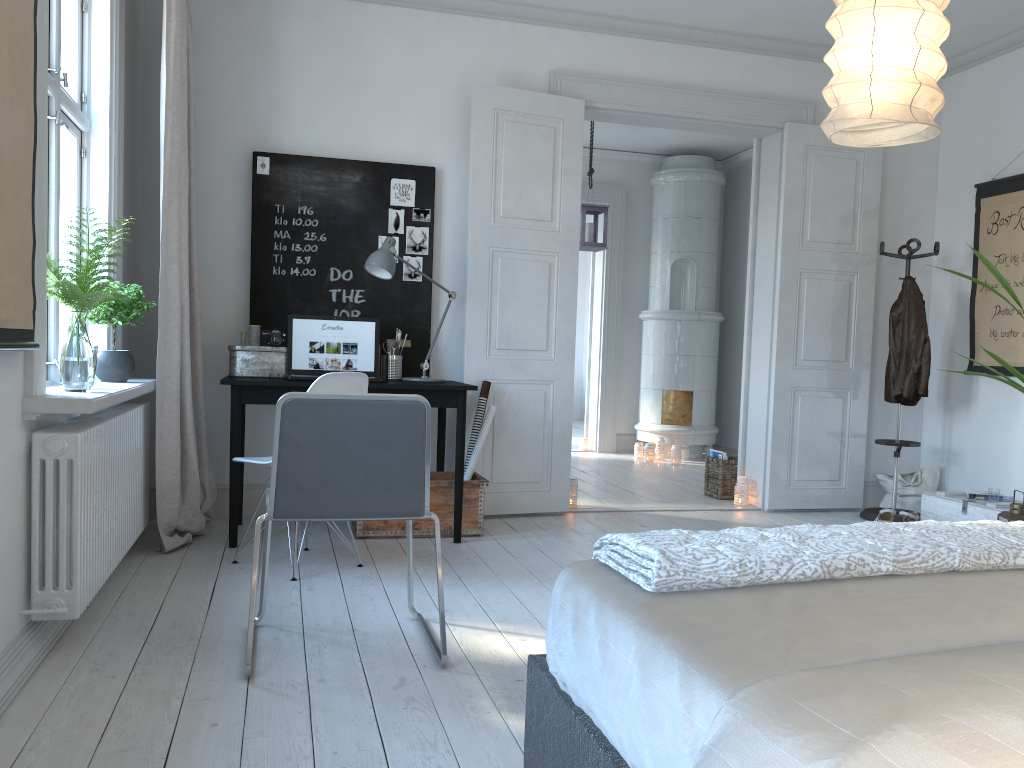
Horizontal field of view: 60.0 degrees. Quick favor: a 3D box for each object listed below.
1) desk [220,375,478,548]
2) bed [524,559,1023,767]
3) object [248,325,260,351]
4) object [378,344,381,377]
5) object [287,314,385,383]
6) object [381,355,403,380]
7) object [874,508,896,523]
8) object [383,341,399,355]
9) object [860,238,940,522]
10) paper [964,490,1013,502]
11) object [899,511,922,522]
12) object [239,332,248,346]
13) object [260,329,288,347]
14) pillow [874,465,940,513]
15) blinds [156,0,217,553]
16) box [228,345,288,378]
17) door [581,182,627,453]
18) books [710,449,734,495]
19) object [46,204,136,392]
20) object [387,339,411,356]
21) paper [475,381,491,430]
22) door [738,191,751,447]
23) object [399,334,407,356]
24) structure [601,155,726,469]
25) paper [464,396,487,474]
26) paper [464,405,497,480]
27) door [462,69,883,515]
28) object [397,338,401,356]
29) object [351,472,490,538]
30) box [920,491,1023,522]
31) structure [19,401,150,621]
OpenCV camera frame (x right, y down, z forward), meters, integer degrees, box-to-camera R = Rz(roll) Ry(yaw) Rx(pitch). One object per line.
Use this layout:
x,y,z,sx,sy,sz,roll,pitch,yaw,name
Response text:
-0.817,0.360,4.377,1.159,0.759,0.650,1,3,-15,desk
1.092,0.406,0.978,1.888,1.047,2.174,1,2,-15,bed
-1.271,-0.226,4.375,0.056,0.130,0.167,1,3,-16,object
-0.728,-0.114,4.639,0.079,0.188,0.079,0,4,-36,object
-0.845,-0.172,4.247,0.445,0.316,0.325,1,3,-15,object
-0.624,-0.084,4.594,0.108,0.128,0.108,2,3,0,object
2.128,0.756,5.062,0.099,0.126,0.272,3,2,18,object
-0.636,-0.125,4.600,0.081,0.198,0.050,3,3,10,object
2.325,-0.015,5.297,0.374,1.660,0.374,2,3,-7,object
2.647,0.622,4.932,0.221,0.031,0.175,3,2,18,paper
2.251,0.764,4.949,0.272,0.126,0.099,0,3,-42,object
-1.341,-0.227,4.425,0.040,0.069,0.040,1,3,-27,object
-1.162,-0.226,4.334,0.137,0.087,0.073,1,3,-15,object
2.487,0.654,5.562,0.317,0.314,0.272,1,3,-14,pillow
-1.479,-0.600,4.079,0.225,2.650,0.830,1,3,-15,blinds
-1.248,-0.113,4.414,0.317,0.152,0.192,1,3,-15,box
0.181,-0.621,8.276,2.599,2.508,0.577,1,3,-15,door
1.459,0.596,5.970,0.201,0.300,0.179,1,3,-15,books
-1.389,-0.258,2.796,0.414,0.565,0.304,3,3,19,object
-0.591,-0.129,4.655,0.138,0.209,0.034,0,4,-35,object
-0.213,0.356,4.699,0.048,0.747,0.297,4,4,30,paper
2.454,-0.506,7.312,0.306,2.508,1.597,1,3,-15,door
-0.583,-0.141,4.601,0.084,0.240,0.009,0,4,-38,object
1.464,-0.647,8.046,0.800,2.830,1.247,4,3,30,structure
-0.222,0.401,4.627,0.043,0.669,0.266,4,4,30,paper
-0.208,0.421,4.571,0.283,0.627,0.041,0,4,-36,paper
0.939,-0.488,5.363,2.599,2.508,0.577,1,3,-15,door
-0.596,-0.132,4.604,0.009,0.222,0.082,3,3,15,object
-0.480,0.606,4.481,0.665,0.283,0.339,1,3,-15,object
2.617,0.732,4.880,0.376,0.218,0.641,1,2,-15,box
-1.518,0.379,3.214,0.195,0.547,1.504,1,2,-15,structure
